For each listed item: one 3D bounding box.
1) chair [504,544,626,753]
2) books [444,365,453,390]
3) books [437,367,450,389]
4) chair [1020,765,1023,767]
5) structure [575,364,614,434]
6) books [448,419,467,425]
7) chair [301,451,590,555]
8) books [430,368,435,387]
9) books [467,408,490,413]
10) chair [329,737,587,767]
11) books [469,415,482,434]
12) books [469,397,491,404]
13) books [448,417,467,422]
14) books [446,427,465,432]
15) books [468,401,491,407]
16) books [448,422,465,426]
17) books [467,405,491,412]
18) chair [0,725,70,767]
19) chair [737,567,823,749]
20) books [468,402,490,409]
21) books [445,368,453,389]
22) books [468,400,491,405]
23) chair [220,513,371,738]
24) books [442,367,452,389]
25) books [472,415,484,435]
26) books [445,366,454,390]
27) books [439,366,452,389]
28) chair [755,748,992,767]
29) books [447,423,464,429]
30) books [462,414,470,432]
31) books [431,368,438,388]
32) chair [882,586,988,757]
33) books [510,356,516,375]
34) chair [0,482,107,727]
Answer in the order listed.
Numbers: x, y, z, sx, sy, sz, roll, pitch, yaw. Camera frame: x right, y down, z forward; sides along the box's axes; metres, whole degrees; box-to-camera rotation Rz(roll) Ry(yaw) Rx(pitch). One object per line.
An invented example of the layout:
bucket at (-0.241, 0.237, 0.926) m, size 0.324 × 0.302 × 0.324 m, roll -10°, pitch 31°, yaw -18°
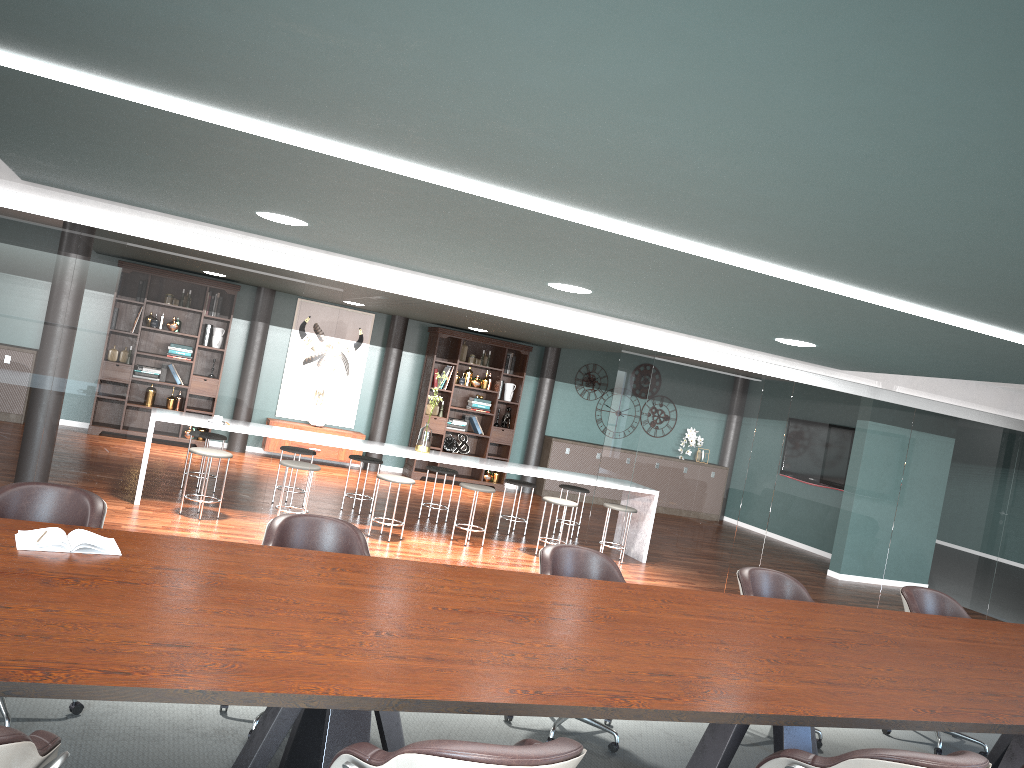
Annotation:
chair at (0.293, 1.141, 3.925) m, size 0.535 × 0.761 × 0.518 m, roll 11°, pitch 0°, yaw -16°
books at (-0.862, -0.087, 11.657) m, size 0.062 × 0.322 × 0.197 m, roll 11°, pitch 0°, yaw -22°
books at (-0.917, -0.084, 11.645) m, size 0.115 × 0.296 × 0.210 m, roll 11°, pitch 0°, yaw -22°
chair at (1.883, 1.445, 2.755) m, size 0.533 × 0.761 × 0.523 m, roll 11°, pitch 0°, yaw -36°
structure at (1.695, 0.237, 13.009) m, size 1.791 × 1.178 × 0.017 m, roll 11°, pitch 0°, yaw -22°
books at (-0.746, 0.497, 11.735) m, size 0.248 × 0.042 × 0.194 m, roll 11°, pitch 0°, yaw -22°
chair at (-0.864, 1.047, 7.988) m, size 4.029 × 0.512 × 1.479 m, roll 11°, pitch 0°, yaw -22°
books at (-1.080, -0.090, 11.576) m, size 0.042 × 0.248 × 0.194 m, roll 11°, pitch 0°, yaw -22°
books at (-0.455, 0.350, 11.867) m, size 0.268 × 0.016 × 0.205 m, roll 11°, pitch 0°, yaw -22°
chair at (-0.137, 1.061, 1.930) m, size 0.523 × 0.761 × 0.533 m, roll 11°, pitch 0°, yaw 44°
books at (-0.496, 0.542, 11.841) m, size 0.176 × 0.227 × 0.194 m, roll 11°, pitch 0°, yaw -22°
books at (-0.428, 0.221, 11.868) m, size 0.248 × 0.042 × 0.194 m, roll 11°, pitch 0°, yaw -22°
books at (-0.751, 0.467, 11.732) m, size 0.268 × 0.016 × 0.205 m, roll 11°, pitch 0°, yaw -22°
books at (-0.783, 0.586, 11.728) m, size 0.286 × 0.027 × 0.184 m, roll 11°, pitch 0°, yaw -22°
books at (-0.439, 0.264, 11.867) m, size 0.268 × 0.016 × 0.205 m, roll 11°, pitch 0°, yaw -22°
books at (-0.773, 0.522, 11.727) m, size 0.268 × 0.016 × 0.205 m, roll 11°, pitch 0°, yaw -22°
books at (-0.449, 0.328, 11.869) m, size 0.286 × 0.027 × 0.184 m, roll 11°, pitch 0°, yaw -22°
chair at (-1.085, 0.880, 1.540) m, size 0.533 × 0.761 × 0.523 m, roll 11°, pitch 0°, yaw -40°
chair at (1.274, 1.328, 4.318) m, size 0.533 × 0.761 × 0.523 m, roll 11°, pitch 0°, yaw -40°
books at (-0.444, 0.293, 11.867) m, size 0.248 × 0.042 × 0.194 m, roll 11°, pitch 0°, yaw -22°
books at (-0.859, -0.080, 11.662) m, size 0.063 × 0.309 × 0.210 m, roll 11°, pitch 0°, yaw -22°
books at (-0.437, 0.249, 11.861) m, size 0.268 × 0.016 × 0.205 m, roll 11°, pitch 0°, yaw -22°
chair at (-0.801, 0.933, 3.476) m, size 0.535 × 0.761 × 0.518 m, roll 11°, pitch 0°, yaw -16°
books at (-0.873, -0.083, 11.657) m, size 0.063 × 0.309 × 0.210 m, roll 11°, pitch 0°, yaw -22°
books at (-0.465, 0.546, 11.854) m, size 0.166 × 0.228 × 0.205 m, roll 11°, pitch 0°, yaw -22°
books at (-0.848, -0.084, 11.662) m, size 0.062 × 0.322 × 0.197 m, roll 11°, pitch 0°, yaw -22°
books at (-0.891, -0.089, 11.649) m, size 0.090 × 0.316 × 0.197 m, roll 11°, pitch 0°, yaw -22°
chair at (0.914, 1.261, 2.350) m, size 0.535 × 0.761 × 0.518 m, roll 11°, pitch 0°, yaw -16°
books at (-0.778, 0.551, 11.727) m, size 0.248 × 0.042 × 0.194 m, roll 11°, pitch 0°, yaw -22°
books at (-0.630, 0.520, 11.859) m, size 0.063 × 0.214 × 0.139 m, roll 11°, pitch 0°, yaw -22°
books at (-1.022, -0.080, 11.600) m, size 0.084 × 0.252 × 0.194 m, roll 11°, pitch 0°, yaw -22°
chair at (2.285, 1.520, 4.741) m, size 0.535 × 0.761 × 0.518 m, roll 11°, pitch 0°, yaw -16°
books at (-0.020, -0.255, 11.983) m, size 0.042 × 0.248 × 0.194 m, roll 11°, pitch 0°, yaw -22°
chair at (-1.724, 0.757, 3.098) m, size 0.535 × 0.761 × 0.518 m, roll 11°, pitch 0°, yaw -1°
